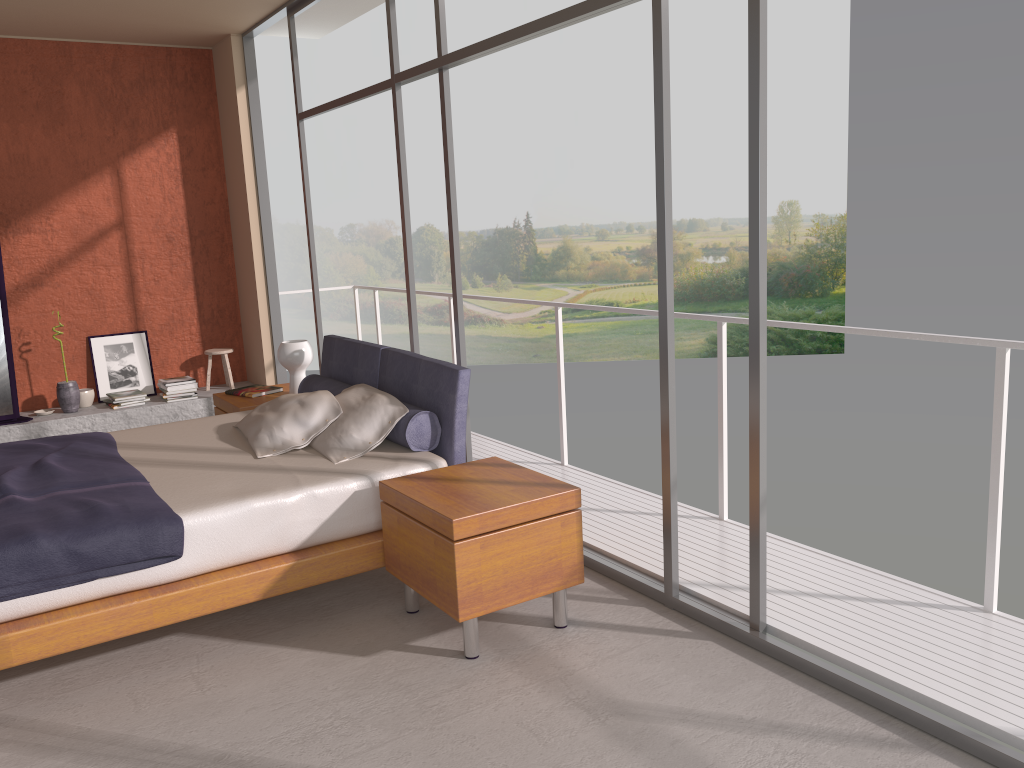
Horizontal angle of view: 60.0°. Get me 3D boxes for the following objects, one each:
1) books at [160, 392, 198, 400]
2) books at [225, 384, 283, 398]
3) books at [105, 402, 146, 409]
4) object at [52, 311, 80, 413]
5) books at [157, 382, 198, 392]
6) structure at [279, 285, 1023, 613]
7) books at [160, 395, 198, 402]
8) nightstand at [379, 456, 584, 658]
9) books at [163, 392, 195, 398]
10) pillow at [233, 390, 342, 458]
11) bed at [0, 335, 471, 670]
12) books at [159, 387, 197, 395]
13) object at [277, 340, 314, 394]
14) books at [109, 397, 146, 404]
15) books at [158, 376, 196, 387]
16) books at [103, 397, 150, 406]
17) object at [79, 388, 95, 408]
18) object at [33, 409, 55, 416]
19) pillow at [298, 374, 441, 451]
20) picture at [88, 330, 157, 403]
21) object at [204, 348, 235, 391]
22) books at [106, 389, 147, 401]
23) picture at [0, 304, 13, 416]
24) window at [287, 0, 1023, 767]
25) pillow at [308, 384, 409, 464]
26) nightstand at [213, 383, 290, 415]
[{"bbox_3d":[-2.782,0.088,7.401,0.247,0.018,0.287,-9,12,-32],"label":"books"},{"bbox_3d":[-1.675,0.046,5.764,0.287,0.025,0.247,5,13,38],"label":"books"},{"bbox_3d":[-3.140,0.156,7.205,0.247,0.025,0.287,-10,13,-35],"label":"books"},{"bbox_3d":[-3.506,-0.174,6.936,0.165,0.810,0.165,-5,11,-9],"label":"object"},{"bbox_3d":[-2.783,0.009,7.381,0.247,0.038,0.319,-10,13,-34],"label":"books"},{"bbox_3d":[0.391,0.143,4.637,0.728,1.005,7.689,-9,12,-31],"label":"structure"},{"bbox_3d":[-2.778,0.106,7.399,0.247,0.018,0.328,-9,12,-30],"label":"books"},{"bbox_3d":[-0.126,0.669,3.555,0.562,0.556,0.628,-9,12,-31],"label":"nightstand"},{"bbox_3d":[-2.773,0.071,7.374,0.247,0.025,0.287,-7,11,-21],"label":"books"},{"bbox_3d":[-1.152,0.169,4.509,0.431,0.264,0.869,-8,11,-24],"label":"pillow"},{"bbox_3d":[-1.649,0.443,4.143,2.462,0.959,2.017,-9,12,-31],"label":"bed"},{"bbox_3d":[-2.781,0.041,7.387,0.247,0.027,0.328,-9,12,-30],"label":"books"},{"bbox_3d":[-1.356,-0.101,5.595,0.224,0.338,0.224,-7,11,-20],"label":"object"},{"bbox_3d":[-3.125,0.110,7.201,0.247,0.025,0.287,-9,12,-29],"label":"books"},{"bbox_3d":[-2.788,-0.023,7.380,0.247,0.025,0.287,-9,12,-32],"label":"books"},{"bbox_3d":[-3.135,0.131,7.215,0.328,0.018,0.247,6,14,42],"label":"books"},{"bbox_3d":[-3.484,0.119,7.199,0.179,0.137,0.180,-7,11,-19],"label":"object"},{"bbox_3d":[-3.668,0.230,6.959,0.152,0.040,0.152,-2,10,3],"label":"object"},{"bbox_3d":[-0.782,0.126,4.639,0.205,0.201,1.470,-9,12,-31],"label":"pillow"},{"bbox_3d":[-3.258,-0.148,7.427,0.458,0.550,0.117,-9,12,-31],"label":"picture"},{"bbox_3d":[-2.514,-0.127,7.701,0.260,0.349,0.257,2,12,27],"label":"object"},{"bbox_3d":[-3.130,0.089,7.200,0.247,0.018,0.328,-10,13,-34],"label":"books"},{"bbox_3d":[-4.244,-0.446,6.310,1.129,1.496,0.126,-9,12,-31],"label":"picture"},{"bbox_3d":[0.108,-0.743,4.088,0.075,3.133,6.106,-9,12,-31],"label":"window"},{"bbox_3d":[-0.805,0.179,4.305,0.400,0.265,0.791,-9,12,-29],"label":"pillow"},{"bbox_3d":[-1.547,0.337,5.756,0.562,0.556,0.628,-9,12,-31],"label":"nightstand"}]
